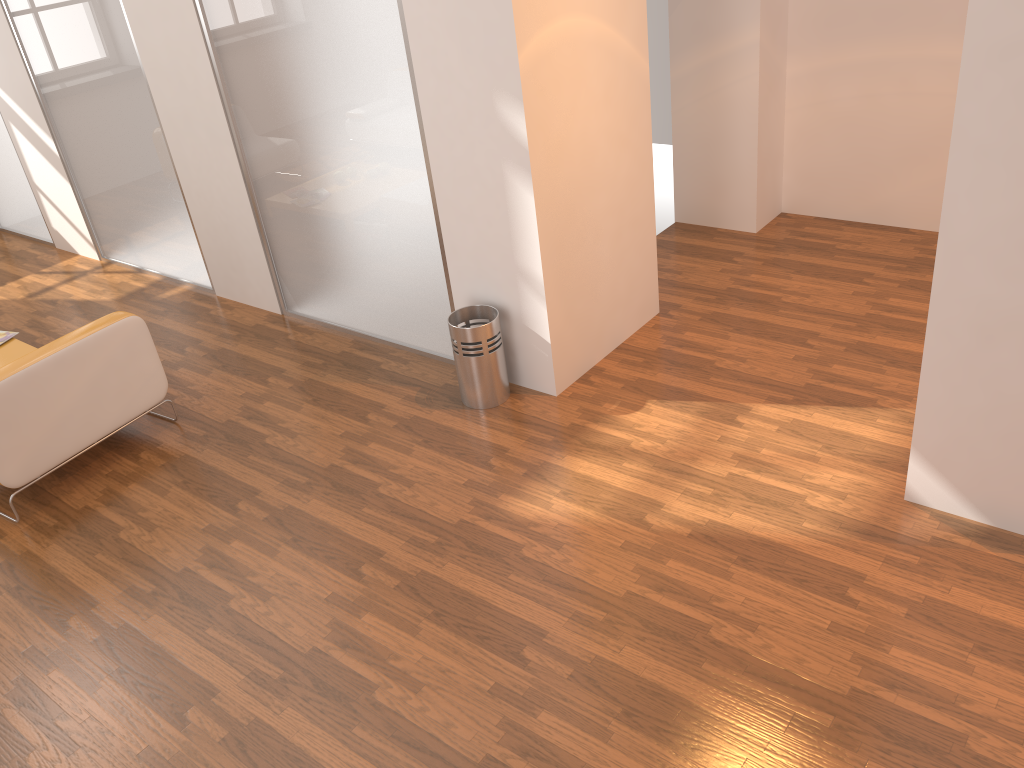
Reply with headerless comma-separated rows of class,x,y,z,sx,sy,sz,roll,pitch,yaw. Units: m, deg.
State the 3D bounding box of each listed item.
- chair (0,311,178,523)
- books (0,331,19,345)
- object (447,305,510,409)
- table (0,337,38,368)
chair,-2.330,0.055,4.335,0.825,0.661,0.923,13,36,31
books,-3.174,-0.282,5.442,0.249,0.004,0.171,5,33,22
object,-0.158,-0.132,4.341,0.248,0.450,0.248,-10,31,-4
table,-3.378,0.005,5.175,1.000,0.150,1.000,17,38,35
